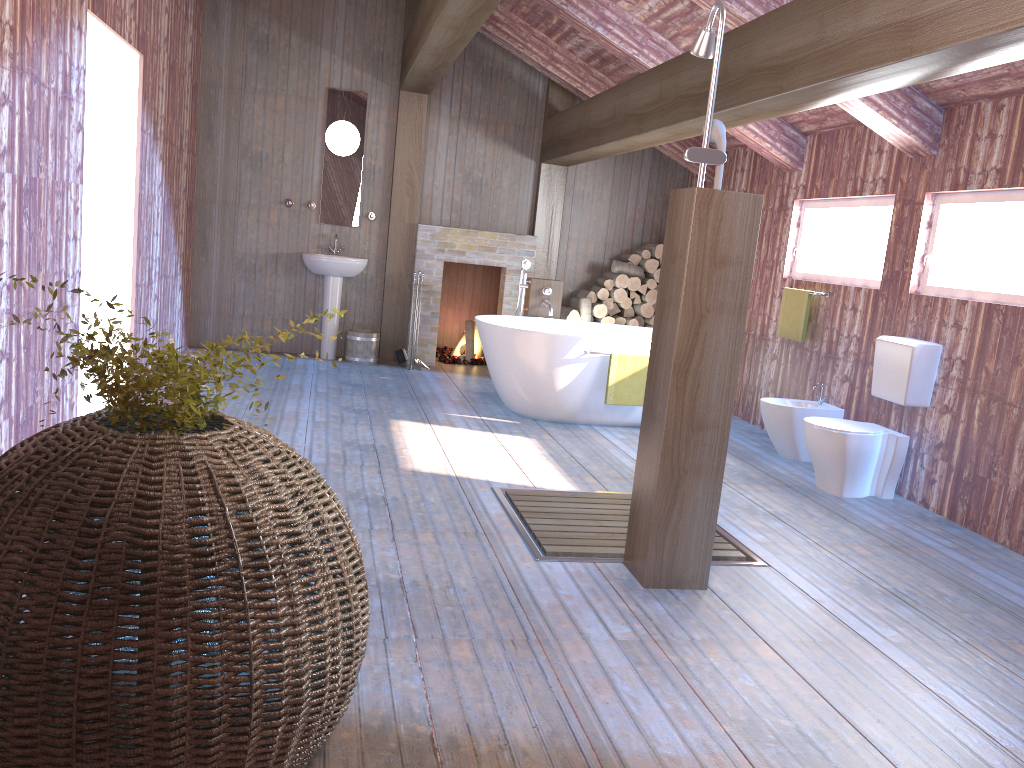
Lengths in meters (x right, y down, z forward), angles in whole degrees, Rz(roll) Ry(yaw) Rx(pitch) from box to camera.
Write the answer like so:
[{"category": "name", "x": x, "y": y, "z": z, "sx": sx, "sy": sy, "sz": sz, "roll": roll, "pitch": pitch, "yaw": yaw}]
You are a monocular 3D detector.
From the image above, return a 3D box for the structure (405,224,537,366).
[{"category": "structure", "x": -0.398, "y": -0.794, "z": 8.415, "sx": 1.130, "sy": 1.330, "sz": 0.226, "roll": 4, "pitch": 9, "yaw": -12}]

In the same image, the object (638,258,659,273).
[{"category": "object", "x": 1.267, "y": -1.150, "z": 8.528, "sx": 0.139, "sy": 0.148, "sz": 0.458, "roll": 4, "pitch": 9, "yaw": -12}]

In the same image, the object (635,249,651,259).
[{"category": "object", "x": 1.250, "y": -1.244, "z": 8.479, "sx": 0.094, "sy": 0.097, "sz": 0.227, "roll": 4, "pitch": 9, "yaw": -11}]

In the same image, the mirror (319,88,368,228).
[{"category": "mirror", "x": -1.526, "y": -2.039, "z": 8.031, "sx": 0.350, "sy": 1.199, "sz": 0.009, "roll": 4, "pitch": 9, "yaw": -12}]

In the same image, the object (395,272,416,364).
[{"category": "object", "x": -0.966, "y": -0.596, "z": 8.031, "sx": 0.136, "sy": 0.846, "sz": 0.062, "roll": 0, "pitch": 10, "yaw": -31}]

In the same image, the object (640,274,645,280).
[{"category": "object", "x": 1.190, "y": -1.064, "z": 8.609, "sx": 0.121, "sy": 0.124, "sz": 0.291, "roll": 4, "pitch": 9, "yaw": -11}]

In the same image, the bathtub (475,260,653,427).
[{"category": "bathtub", "x": 0.684, "y": -0.292, "z": 6.583, "sx": 1.935, "sy": 1.109, "sz": 1.460, "roll": 7, "pitch": 9, "yaw": 9}]

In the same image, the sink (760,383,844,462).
[{"category": "sink", "x": 1.883, "y": 0.240, "z": 5.876, "sx": 0.515, "sy": 0.517, "sz": 0.335, "roll": 4, "pitch": 9, "yaw": -11}]

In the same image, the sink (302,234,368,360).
[{"category": "sink", "x": -1.625, "y": -0.780, "z": 8.022, "sx": 0.582, "sy": 1.143, "sz": 0.475, "roll": 4, "pitch": 9, "yaw": -13}]

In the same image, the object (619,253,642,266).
[{"category": "object", "x": 1.138, "y": -1.199, "z": 8.574, "sx": 0.140, "sy": 0.121, "sz": 0.319, "roll": 4, "pitch": 9, "yaw": -11}]

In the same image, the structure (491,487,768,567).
[{"category": "structure", "x": 0.481, "y": 0.665, "z": 4.085, "sx": 1.000, "sy": 0.067, "sz": 1.000, "roll": 4, "pitch": 9, "yaw": -12}]

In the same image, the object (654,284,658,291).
[{"category": "object", "x": 1.344, "y": -0.925, "z": 8.543, "sx": 0.095, "sy": 0.090, "sz": 0.278, "roll": 4, "pitch": 9, "yaw": -11}]

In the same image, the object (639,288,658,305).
[{"category": "object", "x": 1.281, "y": -0.853, "z": 8.566, "sx": 0.136, "sy": 0.157, "sz": 0.439, "roll": 4, "pitch": 9, "yaw": -11}]

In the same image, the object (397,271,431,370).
[{"category": "object", "x": -0.908, "y": -0.591, "z": 8.098, "sx": 0.276, "sy": 0.888, "sz": 0.333, "roll": 11, "pitch": 10, "yaw": 29}]

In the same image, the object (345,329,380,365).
[{"category": "object", "x": -1.369, "y": -0.340, "z": 8.128, "sx": 0.309, "sy": 0.290, "sz": 0.308, "roll": 6, "pitch": 9, "yaw": -2}]

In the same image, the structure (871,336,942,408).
[{"category": "structure", "x": 2.238, "y": -0.078, "z": 5.071, "sx": 0.182, "sy": 0.363, "sz": 0.358, "roll": 4, "pitch": 9, "yaw": -11}]

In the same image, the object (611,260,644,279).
[{"category": "object", "x": 1.091, "y": -1.081, "z": 8.380, "sx": 0.302, "sy": 0.157, "sz": 0.121, "roll": 4, "pitch": 9, "yaw": -11}]

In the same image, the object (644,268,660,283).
[{"category": "object", "x": 1.357, "y": -1.053, "z": 8.546, "sx": 0.143, "sy": 0.151, "sz": 0.440, "roll": 4, "pitch": 9, "yaw": -12}]

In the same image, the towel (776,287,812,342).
[{"category": "towel", "x": 2.018, "y": -0.499, "z": 6.348, "sx": 0.032, "sy": 0.361, "sz": 0.370, "roll": 4, "pitch": 9, "yaw": -12}]

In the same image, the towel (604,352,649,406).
[{"category": "towel", "x": 0.828, "y": -0.029, "z": 6.067, "sx": 0.370, "sy": 0.361, "sz": 0.032, "roll": 3, "pitch": 9, "yaw": -16}]

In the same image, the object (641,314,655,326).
[{"category": "object", "x": 1.335, "y": -0.633, "z": 8.591, "sx": 0.114, "sy": 0.113, "sz": 0.301, "roll": 4, "pitch": 9, "yaw": -14}]

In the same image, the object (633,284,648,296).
[{"category": "object", "x": 1.178, "y": -0.917, "z": 8.530, "sx": 0.109, "sy": 0.124, "sz": 0.424, "roll": 4, "pitch": 9, "yaw": -13}]

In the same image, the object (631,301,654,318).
[{"category": "object", "x": 1.226, "y": -0.734, "z": 8.576, "sx": 0.141, "sy": 0.143, "sz": 0.437, "roll": 4, "pitch": 9, "yaw": -14}]

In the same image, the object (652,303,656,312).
[{"category": "object", "x": 1.345, "y": -0.760, "z": 8.582, "sx": 0.111, "sy": 0.118, "sz": 0.302, "roll": 4, "pitch": 9, "yaw": -13}]

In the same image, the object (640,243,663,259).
[{"category": "object", "x": 1.365, "y": -1.280, "z": 8.525, "sx": 0.135, "sy": 0.139, "sz": 0.456, "roll": 4, "pitch": 9, "yaw": -11}]

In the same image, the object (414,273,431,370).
[{"category": "object", "x": -0.822, "y": -0.572, "z": 8.053, "sx": 0.206, "sy": 0.871, "sz": 0.126, "roll": 11, "pitch": 10, "yaw": 30}]

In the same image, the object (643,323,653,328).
[{"category": "object", "x": 1.327, "y": -0.526, "z": 8.604, "sx": 0.116, "sy": 0.117, "sz": 0.289, "roll": 4, "pitch": 9, "yaw": -14}]

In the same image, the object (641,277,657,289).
[{"category": "object", "x": 1.273, "y": -0.980, "z": 8.537, "sx": 0.102, "sy": 0.109, "sz": 0.438, "roll": 4, "pitch": 9, "yaw": -12}]

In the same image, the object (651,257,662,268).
[{"category": "object", "x": 1.409, "y": -1.184, "z": 8.534, "sx": 0.141, "sy": 0.143, "sz": 0.437, "roll": 4, "pitch": 9, "yaw": -14}]

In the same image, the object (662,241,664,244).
[{"category": "object", "x": 1.544, "y": -1.353, "z": 8.567, "sx": 0.104, "sy": 0.121, "sz": 0.270, "roll": 4, "pitch": 9, "yaw": -11}]

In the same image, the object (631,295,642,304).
[{"category": "object", "x": 1.173, "y": -0.829, "z": 8.552, "sx": 0.085, "sy": 0.096, "sz": 0.280, "roll": 4, "pitch": 9, "yaw": -11}]

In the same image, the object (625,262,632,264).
[{"category": "object", "x": 1.078, "y": -1.119, "z": 8.575, "sx": 0.113, "sy": 0.130, "sz": 0.291, "roll": 4, "pitch": 9, "yaw": -11}]

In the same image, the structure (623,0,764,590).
[{"category": "structure", "x": 0.720, "y": -0.333, "z": 3.391, "sx": 0.328, "sy": 2.209, "sz": 0.522, "roll": 7, "pitch": 9, "yaw": 8}]
